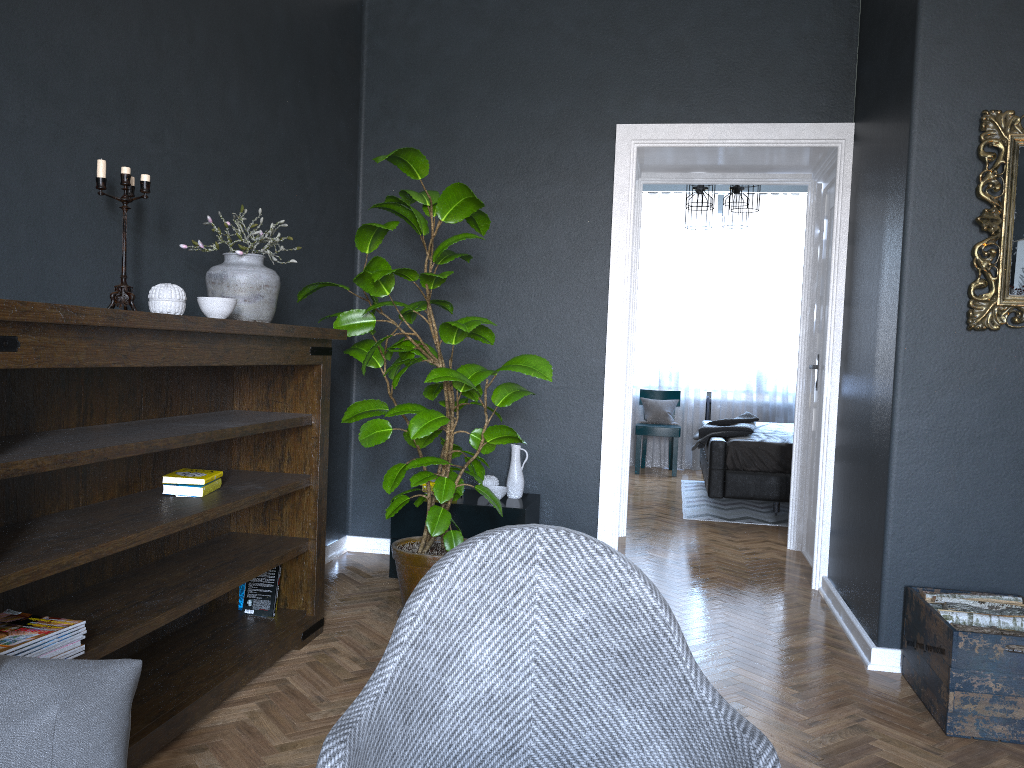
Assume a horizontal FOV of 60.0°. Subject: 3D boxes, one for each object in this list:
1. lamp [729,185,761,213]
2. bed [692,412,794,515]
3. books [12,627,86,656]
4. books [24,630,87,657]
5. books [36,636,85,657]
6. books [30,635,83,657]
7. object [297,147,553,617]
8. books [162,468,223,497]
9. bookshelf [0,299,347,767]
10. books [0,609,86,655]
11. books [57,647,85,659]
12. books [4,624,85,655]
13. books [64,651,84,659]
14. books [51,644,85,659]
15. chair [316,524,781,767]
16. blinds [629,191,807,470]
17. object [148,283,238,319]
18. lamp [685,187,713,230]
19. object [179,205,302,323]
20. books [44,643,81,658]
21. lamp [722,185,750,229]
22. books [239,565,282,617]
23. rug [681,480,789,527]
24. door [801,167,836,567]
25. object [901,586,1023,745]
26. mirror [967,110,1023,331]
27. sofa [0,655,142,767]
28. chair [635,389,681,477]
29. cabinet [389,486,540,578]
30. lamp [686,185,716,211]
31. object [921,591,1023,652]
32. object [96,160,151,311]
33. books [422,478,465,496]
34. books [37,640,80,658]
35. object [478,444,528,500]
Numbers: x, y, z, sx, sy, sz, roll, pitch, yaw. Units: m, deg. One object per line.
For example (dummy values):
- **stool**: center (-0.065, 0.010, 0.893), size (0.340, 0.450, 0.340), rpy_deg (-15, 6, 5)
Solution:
- **lamp**: center (1.738, -1.668, 6.561), size (0.210, 0.770, 0.210), rpy_deg (4, 3, 24)
- **bed**: center (2.626, 0.394, 6.974), size (2.375, 1.162, 2.264), rpy_deg (3, 2, 10)
- **books**: center (-1.125, 0.563, 1.923), size (0.218, 0.008, 0.304), rpy_deg (3, 2, 14)
- **books**: center (-1.123, 0.570, 1.923), size (0.218, 0.008, 0.304), rpy_deg (3, 2, 14)
- **books**: center (-1.129, 0.582, 1.925), size (0.218, 0.006, 0.304), rpy_deg (3, 2, 15)
- **books**: center (-1.126, 0.577, 1.921), size (0.218, 0.008, 0.288), rpy_deg (3, 2, 14)
- **object**: center (-0.383, 0.023, 3.672), size (1.118, 1.900, 0.763), rpy_deg (3, 3, 4)
- **books**: center (-1.016, 0.345, 2.879), size (0.174, 0.113, 0.196), rpy_deg (2, 2, -1)
- **bookshelf**: center (-1.050, 0.394, 2.524), size (0.451, 1.173, 1.917), rpy_deg (3, 2, 10)
- **books**: center (-1.127, 0.546, 1.925), size (0.218, 0.013, 0.304), rpy_deg (3, 2, 15)
- **books**: center (-1.126, 0.607, 1.917), size (0.218, 0.008, 0.304), rpy_deg (3, 2, 15)
- **books**: center (-1.129, 0.555, 1.924), size (0.218, 0.008, 0.304), rpy_deg (3, 2, 15)
- **books**: center (-1.126, 0.614, 1.916), size (0.218, 0.007, 0.304), rpy_deg (3, 2, 15)
- **books**: center (-1.124, 0.599, 1.915), size (0.218, 0.013, 0.304), rpy_deg (3, 2, 15)
- **chair**: center (0.031, 0.659, 1.333), size (0.645, 0.812, 0.494), rpy_deg (2, 3, -12)
- **blinds**: center (2.093, -0.519, 8.933), size (3.992, 2.791, 0.312), rpy_deg (3, 3, 10)
- **object**: center (-0.962, -0.247, 2.679), size (0.255, 0.104, 0.118), rpy_deg (1, 3, -24)
- **lamp**: center (1.551, -1.684, 7.285), size (0.210, 0.805, 0.210), rpy_deg (4, 3, 24)
- **object**: center (-0.915, -0.411, 3.005), size (0.385, 0.412, 0.275), rpy_deg (2, 3, -12)
- **books**: center (-1.130, 0.593, 1.917), size (0.218, 0.008, 0.288), rpy_deg (3, 2, 16)
- **lamp**: center (1.913, -1.706, 7.531), size (0.210, 0.747, 0.210), rpy_deg (4, 3, 24)
- **books**: center (-0.951, 0.771, 3.360), size (0.179, 0.193, 0.122), rpy_deg (3, 3, 14)
- **rug**: center (2.091, 0.950, 7.063), size (1.458, 0.013, 2.044), rpy_deg (3, 2, 10)
- **door**: center (1.734, -0.083, 4.811), size (0.162, 2.188, 0.856), rpy_deg (3, 3, 10)
- **object**: center (1.560, 0.909, 2.916), size (0.383, 0.326, 0.552), rpy_deg (3, 2, 10)
- **mirror**: center (2.148, -0.553, 3.038), size (1.056, 0.785, 0.067), rpy_deg (3, 3, 10)
- **sofa**: center (-1.202, 0.648, 0.399), size (0.970, 0.799, 2.339), rpy_deg (3, 2, 10)
- **chair**: center (1.431, 0.465, 8.679), size (0.435, 0.799, 0.592), rpy_deg (3, 3, 10)
- **cabinet**: center (-0.222, 0.753, 4.408), size (0.650, 0.390, 0.456), rpy_deg (3, 2, 10)
- **lamp**: center (1.480, -1.724, 6.901), size (0.210, 0.714, 0.210), rpy_deg (4, 3, 24)
- **object**: center (1.567, 0.833, 2.912), size (0.370, 0.247, 0.533), rpy_deg (3, 2, 10)
- **object**: center (-1.129, -0.417, 2.545), size (0.130, 0.438, 0.145), rpy_deg (0, 4, -44)
- **books**: center (-0.347, 0.518, 4.453), size (0.214, 0.066, 0.162), rpy_deg (3, 2, 6)
- **books**: center (-1.131, 0.587, 1.917), size (0.218, 0.008, 0.288), rpy_deg (3, 2, 16)
- **object**: center (-0.075, 0.430, 4.400), size (0.228, 0.268, 0.228), rpy_deg (5, 4, 44)
